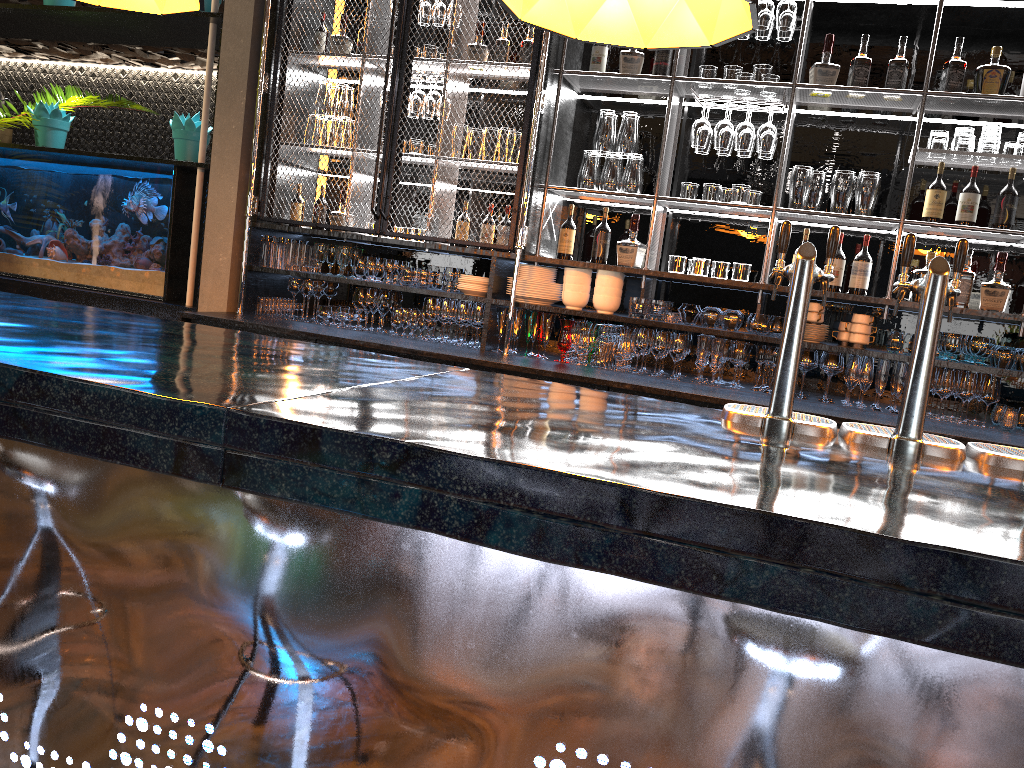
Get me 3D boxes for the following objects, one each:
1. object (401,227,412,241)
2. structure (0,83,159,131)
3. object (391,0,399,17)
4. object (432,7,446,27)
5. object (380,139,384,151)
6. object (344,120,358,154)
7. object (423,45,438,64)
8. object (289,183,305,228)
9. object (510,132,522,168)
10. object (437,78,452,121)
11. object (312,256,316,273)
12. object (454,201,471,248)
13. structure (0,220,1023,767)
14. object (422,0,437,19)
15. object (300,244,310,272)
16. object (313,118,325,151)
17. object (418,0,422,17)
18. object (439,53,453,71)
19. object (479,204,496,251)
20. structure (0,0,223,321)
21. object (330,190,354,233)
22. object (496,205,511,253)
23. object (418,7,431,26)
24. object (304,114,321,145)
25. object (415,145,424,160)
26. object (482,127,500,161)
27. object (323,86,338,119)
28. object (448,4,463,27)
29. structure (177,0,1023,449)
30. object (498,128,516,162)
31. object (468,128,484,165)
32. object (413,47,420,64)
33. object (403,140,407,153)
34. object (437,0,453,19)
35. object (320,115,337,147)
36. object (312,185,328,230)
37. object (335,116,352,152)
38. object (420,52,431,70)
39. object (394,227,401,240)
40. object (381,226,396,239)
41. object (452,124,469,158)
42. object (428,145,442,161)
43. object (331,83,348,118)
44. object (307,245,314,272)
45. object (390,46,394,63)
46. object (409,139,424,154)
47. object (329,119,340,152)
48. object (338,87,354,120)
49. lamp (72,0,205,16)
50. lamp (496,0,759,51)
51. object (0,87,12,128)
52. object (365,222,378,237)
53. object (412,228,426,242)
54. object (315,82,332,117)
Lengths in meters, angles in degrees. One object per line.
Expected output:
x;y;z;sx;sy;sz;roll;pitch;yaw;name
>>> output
-0.585;-0.832;4.957;0.077;0.080;0.077;5;7;-17;object
-4.041;-1.423;4.708;1.873;3.561;4.073;10;7;18;structure
-0.607;-2.089;4.762;0.081;0.213;0.081;10;7;22;object
-0.391;-2.071;4.846;0.081;0.213;0.081;10;7;22;object
-0.704;-1.317;4.940;0.077;0.080;0.077;11;8;28;object
-0.926;-1.415;5.082;0.092;0.182;0.092;9;7;12;object
-0.439;-1.764;4.749;0.077;0.080;0.077;2;8;-37;object
-1.242;-1.030;5.135;0.075;0.261;0.075;4;7;-24;object
0.005;-1.256;4.760;0.092;0.182;0.092;9;7;12;object
-0.370;-1.564;4.878;0.081;0.213;0.081;10;7;22;object
-1.162;-0.726;5.148;0.051;0.152;0.058;13;9;41;object
-0.265;-0.867;4.837;0.075;0.261;0.075;4;7;-24;object
0.594;0.471;1.860;6.009;1.685;1.214;9;7;17;structure
-0.434;-2.060;4.709;0.081;0.213;0.081;10;7;22;object
-1.185;-0.715;5.032;0.058;0.152;0.051;5;7;-22;object
-1.113;-1.448;5.155;0.092;0.182;0.092;9;7;12;object
-0.516;-2.074;4.734;0.081;0.213;0.081;10;7;22;object
-0.365;-1.772;4.894;0.077;0.080;0.077;2;8;-37;object
-0.128;-0.848;4.818;0.075;0.260;0.075;4;7;-24;object
-3.573;-1.581;5.823;4.269;3.734;0.705;9;7;17;structure
-0.961;-0.973;5.032;0.108;0.244;0.108;11;8;30;object
-0.036;-0.830;4.768;0.075;0.260;0.075;4;7;-24;object
-0.473;-2.085;4.871;0.081;0.213;0.081;10;7;22;object
-1.135;-1.439;5.055;0.092;0.182;0.092;9;7;12;object
-0.533;-1.296;4.950;0.077;0.080;0.077;5;7;-19;object
-0.116;-1.267;4.721;0.092;0.182;0.092;9;7;12;object
-1.039;-1.618;5.113;0.092;0.182;0.092;9;7;12;object
-0.305;-2.057;4.820;0.081;0.213;0.081;10;7;22;object
1.745;-0.583;4.019;6.750;3.553;1.143;9;7;17;structure
-0.033;-1.250;4.674;0.092;0.182;0.092;9;7;12;object
-0.198;-1.290;4.826;0.092;0.182;0.092;9;7;12;object
-0.544;-1.787;4.827;0.077;0.080;0.077;2;8;-37;object
-0.620;-1.299;4.874;0.077;0.080;0.077;7;7;-5;object
-0.349;-2.046;4.683;0.081;0.213;0.081;10;7;22;object
-1.036;-1.422;5.026;0.092;0.182;0.092;9;7;12;object
-1.093;-1.003;5.061;0.075;0.260;0.075;2;9;-39;object
-0.945;-1.406;4.986;0.092;0.182;0.092;9;7;12;object
-0.471;-1.788;4.916;0.077;0.080;0.077;5;7;-17;object
-0.670;-0.855;5.060;0.077;0.080;0.077;3;8;-34;object
-0.684;-0.838;4.898;0.077;0.080;0.077;8;7;3;object
-0.281;-1.291;4.746;0.092;0.182;0.092;9;7;12;object
-0.432;-1.280;4.926;0.077;0.080;0.077;9;7;12;object
-0.965;-1.595;4.997;0.092;0.182;0.092;9;7;12;object
-1.165;-0.719;5.087;0.051;0.152;0.058;14;9;43;object
-0.637;-1.805;4.876;0.077;0.080;0.077;8;7;7;object
-0.518;-1.275;4.788;0.077;0.080;0.077;9;7;12;object
-1.014;-1.431;5.118;0.092;0.182;0.092;9;7;12;object
-0.945;-1.601;5.074;0.092;0.182;0.092;9;7;12;object
-1.003;-1.794;2.196;0.582;1.606;0.607;9;7;17;lamp
0.355;-1.609;1.911;0.582;1.564;0.607;9;7;17;lamp
-3.413;-1.827;5.747;0.290;0.292;0.278;3;8;-36;object
-0.779;-0.855;4.939;0.077;0.080;0.077;3;8;-34;object
-0.515;-0.813;4.878;0.077;0.080;0.077;8;7;5;object
-1.064;-1.610;5.018;0.092;0.182;0.092;9;7;12;object
